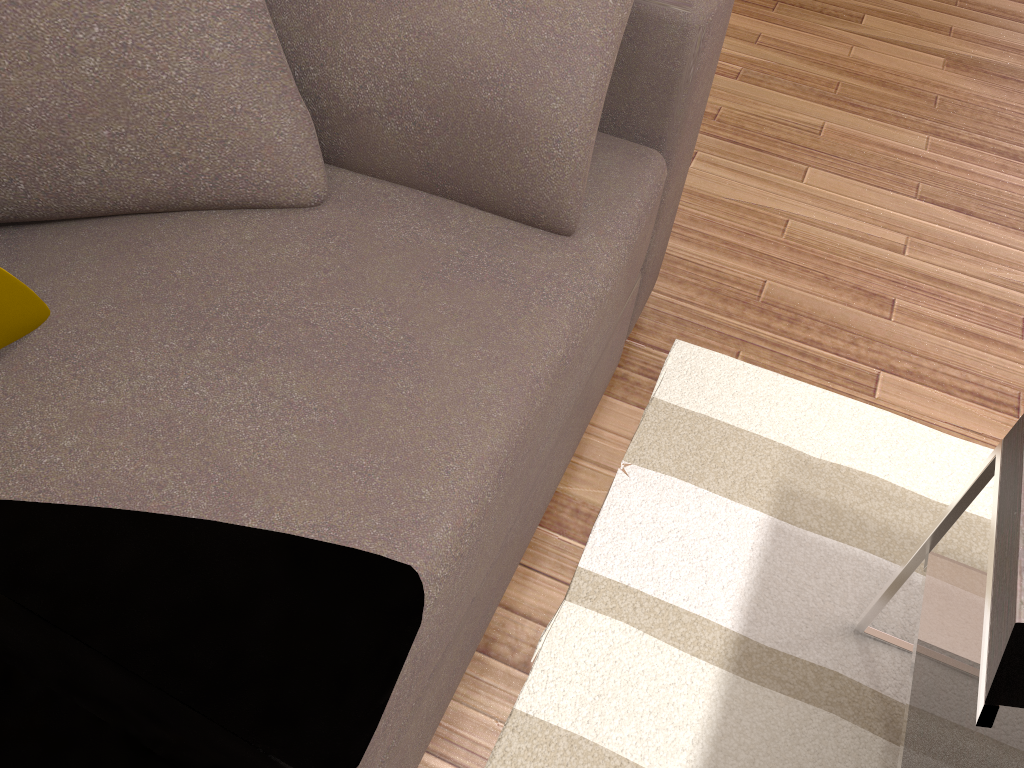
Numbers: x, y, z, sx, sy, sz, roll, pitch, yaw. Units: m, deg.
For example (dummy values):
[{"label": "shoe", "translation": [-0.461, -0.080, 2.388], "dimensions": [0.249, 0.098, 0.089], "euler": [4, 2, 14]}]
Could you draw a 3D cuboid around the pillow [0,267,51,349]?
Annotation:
[{"label": "pillow", "translation": [-0.746, -0.102, 0.732], "dimensions": [0.382, 0.492, 0.658], "euler": [13, 48, 5]}]

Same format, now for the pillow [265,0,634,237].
[{"label": "pillow", "translation": [-0.168, -0.609, 1.285], "dimensions": [0.749, 0.470, 0.560], "euler": [18, 49, 9]}]

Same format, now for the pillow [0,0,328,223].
[{"label": "pillow", "translation": [-0.643, -0.510, 0.953], "dimensions": [0.811, 0.635, 0.399], "euler": [-11, 51, -16]}]

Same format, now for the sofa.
[{"label": "sofa", "translation": [-0.636, 0.633, 0.637], "dimensions": [1.906, 0.776, 3.565], "euler": [21, 50, 12]}]

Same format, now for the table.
[{"label": "table", "translation": [0.760, 0.733, 0.827], "dimensions": [0.856, 0.558, 1.110], "euler": [21, 50, 12]}]

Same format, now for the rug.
[{"label": "rug", "translation": [0.743, 0.914, 1.039], "dimensions": [1.791, 0.024, 2.122], "euler": [21, 50, 12]}]
